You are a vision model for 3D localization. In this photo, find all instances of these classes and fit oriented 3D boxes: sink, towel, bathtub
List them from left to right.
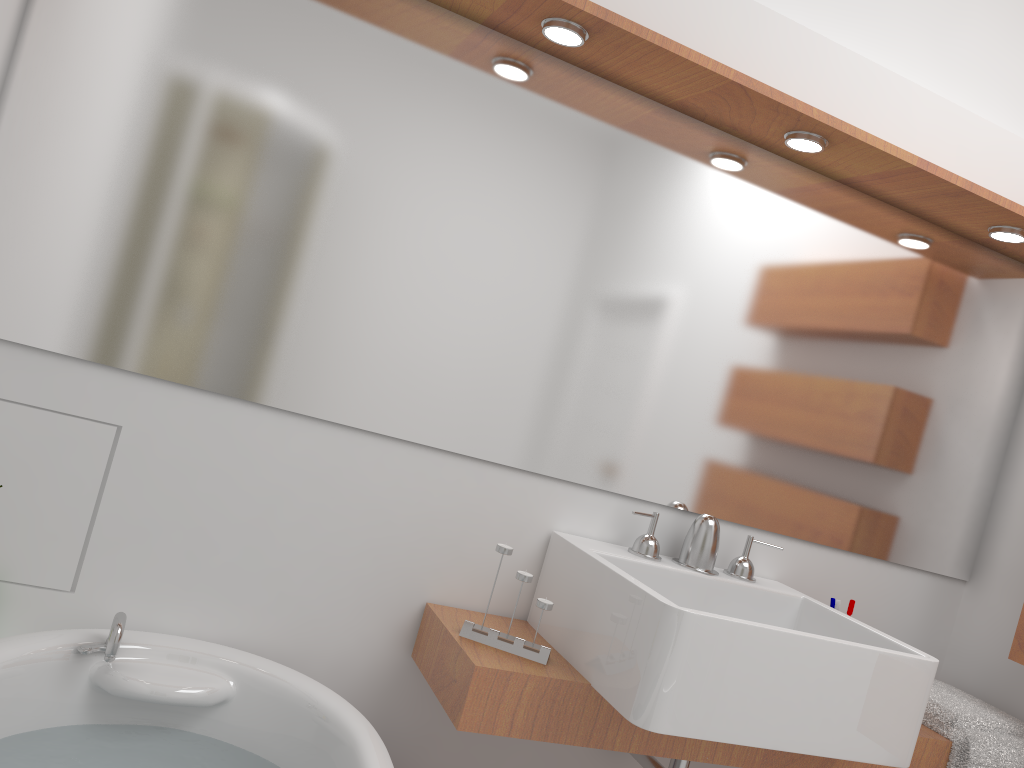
[{"bbox_3d":[-0.451,0.805,0.901,1.055,0.674,1.863,16,0,-21],"label":"bathtub"},{"bbox_3d":[0.419,0.644,1.894,0.657,0.673,0.552,16,0,-21],"label":"sink"},{"bbox_3d":[1.085,0.867,2.225,0.272,0.140,0.359,16,0,-21],"label":"towel"}]

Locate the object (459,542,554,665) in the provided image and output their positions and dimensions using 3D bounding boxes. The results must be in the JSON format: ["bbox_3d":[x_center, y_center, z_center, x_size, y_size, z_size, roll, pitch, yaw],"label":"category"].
[{"bbox_3d":[0.012,0.432,1.779,0.182,0.203,0.059,16,0,10],"label":"object"}]

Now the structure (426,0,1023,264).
[{"bbox_3d":[0.436,-0.735,1.917,2.606,0.240,0.287,16,0,-21],"label":"structure"}]

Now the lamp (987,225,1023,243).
[{"bbox_3d":[1.237,-0.373,2.209,0.098,0.018,0.098,16,0,-41],"label":"lamp"}]

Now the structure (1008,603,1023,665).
[{"bbox_3d":[1.452,0.607,1.769,0.165,0.245,0.860,16,0,-21],"label":"structure"}]

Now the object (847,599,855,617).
[{"bbox_3d":[0.814,0.648,2.194,0.016,0.231,0.052,16,0,19],"label":"object"}]

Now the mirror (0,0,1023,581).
[{"bbox_3d":[0.241,-0.207,2.037,2.600,0.887,0.022,16,0,-21],"label":"mirror"}]

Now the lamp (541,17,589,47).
[{"bbox_3d":[0.104,-0.699,1.763,0.098,0.018,0.098,16,0,0],"label":"lamp"}]

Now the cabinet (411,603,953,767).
[{"bbox_3d":[0.413,1.024,2.026,1.635,0.719,0.355,16,0,-21],"label":"cabinet"}]

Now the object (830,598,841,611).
[{"bbox_3d":[0.784,0.641,2.166,0.070,0.228,0.016,16,0,5],"label":"object"}]

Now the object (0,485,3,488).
[{"bbox_3d":[-1.005,0.307,1.483,0.154,0.326,0.215,16,0,10],"label":"object"}]

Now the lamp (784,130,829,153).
[{"bbox_3d":[0.655,-0.540,1.980,0.098,0.018,0.098,16,0,0],"label":"lamp"}]
